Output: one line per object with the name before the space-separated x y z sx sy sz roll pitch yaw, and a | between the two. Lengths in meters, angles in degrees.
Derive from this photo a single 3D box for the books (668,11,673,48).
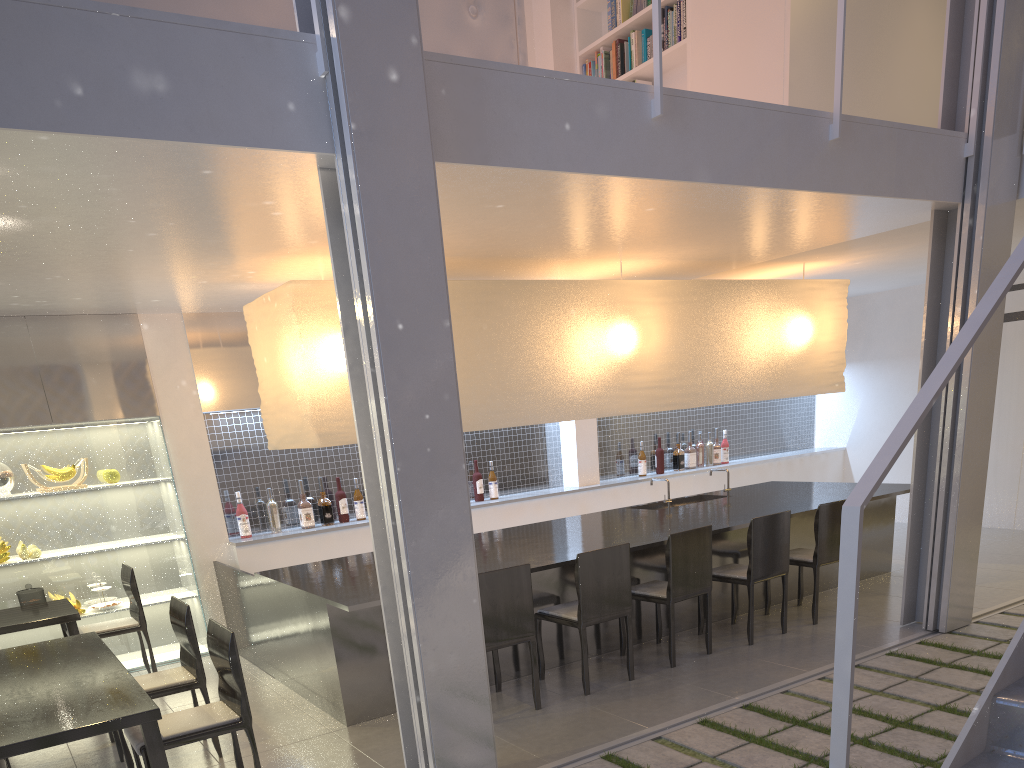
books | 0.630 -1.329 3.113 0.090 0.134 0.014 -11 18 -28

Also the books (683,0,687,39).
books | 0.671 -1.346 3.051 0.083 0.156 0.010 -12 19 -28

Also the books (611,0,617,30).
books | -1.026 -0.555 2.843 3.505 1.825 0.036 -6 17 -25

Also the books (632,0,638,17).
books | 0.508 -1.481 3.249 0.061 0.109 0.038 -13 17 -30

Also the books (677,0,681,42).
books | 0.655 -1.344 3.073 0.087 0.157 0.008 -12 19 -28

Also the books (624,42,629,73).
books | 0.487 -1.309 3.340 0.070 0.139 0.006 -12 19 -28

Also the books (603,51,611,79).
books | 0.422 -1.301 3.416 0.093 0.139 0.007 -11 19 -28

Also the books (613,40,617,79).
books | 0.455 -1.314 3.368 0.087 0.157 0.008 -12 19 -28

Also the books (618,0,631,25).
books | -1.010 -0.554 2.851 3.484 1.831 0.028 -6 17 -24

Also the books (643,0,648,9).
books | -0.982 -0.574 2.759 3.551 1.801 0.113 -6 17 -22

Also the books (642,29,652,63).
books | 0.547 -1.320 3.252 0.068 0.141 0.019 -13 19 -28

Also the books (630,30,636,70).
books | 0.513 -1.321 3.284 0.086 0.153 0.014 -12 19 -28

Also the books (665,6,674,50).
books | 0.617 -1.342 3.133 0.080 0.165 0.010 -12 19 -28

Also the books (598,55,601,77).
books | 0.403 -1.296 3.451 0.086 0.136 0.014 -12 19 -28

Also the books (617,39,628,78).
books | 0.467 -1.315 3.354 0.083 0.156 0.010 -12 19 -28

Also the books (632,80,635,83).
books | 0.528 -1.144 3.343 0.083 0.156 0.010 -12 19 -28

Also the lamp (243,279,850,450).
lamp | 0.279 -0.102 2.943 2.239 0.464 0.429 -5 7 -30

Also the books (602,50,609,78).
books | 0.417 -1.303 3.422 0.092 0.145 0.008 -11 19 -28

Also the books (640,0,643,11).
books | 0.532 -1.484 3.215 0.061 0.109 0.038 -13 17 -30

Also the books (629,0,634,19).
books | 0.498 -1.479 3.268 0.061 0.109 0.038 -13 17 -30

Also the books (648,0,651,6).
books | -0.946 -0.561 2.788 3.477 1.830 0.028 -6 17 -21

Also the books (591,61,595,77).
books | 0.377 -1.291 3.485 0.092 0.133 0.005 -11 19 -28

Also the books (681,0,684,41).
books | 0.664 -1.343 3.060 0.086 0.152 0.009 -12 19 -28

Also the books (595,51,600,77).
books | 0.389 -1.308 3.471 0.080 0.165 0.010 -12 19 -28

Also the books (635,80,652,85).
books | 0.537 -1.145 3.331 0.081 0.157 0.018 -12 19 -28

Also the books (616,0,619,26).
books | -1.012 -0.574 2.833 3.488 1.794 0.033 -6 17 -24

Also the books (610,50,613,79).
books | 0.445 -1.300 3.393 0.082 0.131 0.017 -12 18 -29

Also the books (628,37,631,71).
books | 0.505 -1.311 3.295 0.092 0.133 0.005 -11 19 -28

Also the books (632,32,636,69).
books | 0.519 -1.315 3.273 0.092 0.139 0.014 -11 18 -28

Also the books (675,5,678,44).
books | 0.649 -1.334 3.080 0.092 0.139 0.005 -11 19 -28

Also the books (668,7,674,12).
books | 0.626 -1.337 3.125 0.076 0.153 0.014 -12 19 -28

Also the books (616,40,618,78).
books | 0.462 -1.315 3.362 0.081 0.156 0.008 -12 19 -28

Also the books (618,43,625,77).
books | 0.472 -1.306 3.345 0.090 0.134 0.014 -11 18 -28

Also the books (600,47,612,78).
books | 0.410 -1.311 3.435 0.085 0.164 0.014 -12 19 -28

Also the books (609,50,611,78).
books | 0.440 -1.303 3.411 0.068 0.141 0.019 -13 19 -28

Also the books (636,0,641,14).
books | 0.521 -1.482 3.233 0.061 0.109 0.038 -13 17 -30

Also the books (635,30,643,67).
books | 0.529 -1.317 3.258 0.093 0.139 0.007 -11 19 -28

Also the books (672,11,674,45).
books | 0.642 -1.329 3.101 0.082 0.131 0.017 -12 18 -29

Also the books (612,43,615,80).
books | 0.450 -1.311 3.377 0.086 0.152 0.009 -12 19 -28

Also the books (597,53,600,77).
books | 0.398 -1.304 3.463 0.076 0.153 0.014 -12 19 -28

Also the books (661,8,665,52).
books | 0.603 -1.340 3.149 0.085 0.164 0.014 -12 19 -28

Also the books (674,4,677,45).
books | 0.645 -1.337 3.085 0.092 0.145 0.008 -11 19 -28

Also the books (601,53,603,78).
books | 0.414 -1.300 3.428 0.092 0.139 0.005 -11 19 -28

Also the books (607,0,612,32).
books | -1.004 -0.573 2.851 3.444 1.789 0.025 -6 17 -26
